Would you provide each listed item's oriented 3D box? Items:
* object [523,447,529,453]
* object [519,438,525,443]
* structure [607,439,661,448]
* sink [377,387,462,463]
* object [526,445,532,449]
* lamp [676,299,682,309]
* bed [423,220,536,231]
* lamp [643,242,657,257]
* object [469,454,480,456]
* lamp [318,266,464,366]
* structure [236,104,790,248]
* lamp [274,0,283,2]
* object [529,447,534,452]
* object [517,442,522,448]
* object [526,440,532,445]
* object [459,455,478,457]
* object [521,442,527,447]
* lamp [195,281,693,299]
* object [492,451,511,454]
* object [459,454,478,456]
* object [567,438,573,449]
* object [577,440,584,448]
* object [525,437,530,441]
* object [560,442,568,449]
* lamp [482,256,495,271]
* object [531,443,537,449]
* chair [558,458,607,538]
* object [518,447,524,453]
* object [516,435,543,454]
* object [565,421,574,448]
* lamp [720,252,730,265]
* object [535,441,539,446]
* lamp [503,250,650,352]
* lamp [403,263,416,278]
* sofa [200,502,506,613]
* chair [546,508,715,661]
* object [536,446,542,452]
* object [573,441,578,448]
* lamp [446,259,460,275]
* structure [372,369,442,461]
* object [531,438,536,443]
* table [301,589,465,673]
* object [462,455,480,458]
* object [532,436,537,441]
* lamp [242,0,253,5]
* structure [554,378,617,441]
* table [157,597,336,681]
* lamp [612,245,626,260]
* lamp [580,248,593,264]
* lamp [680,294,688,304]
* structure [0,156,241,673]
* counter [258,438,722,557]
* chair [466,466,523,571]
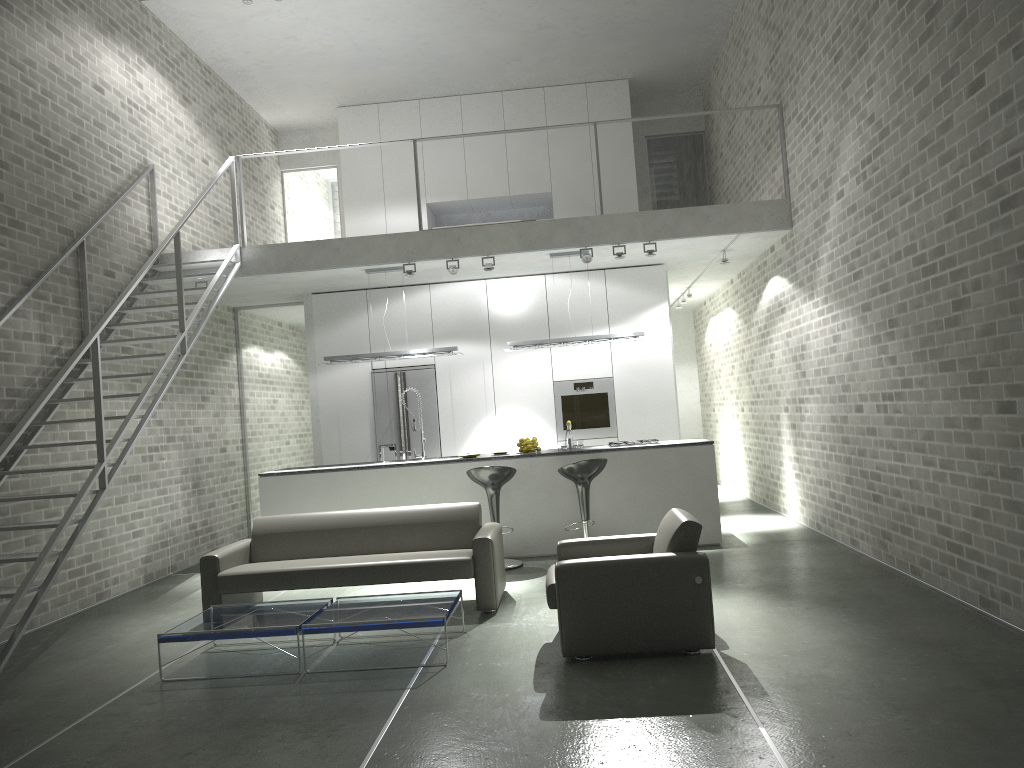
[{"bbox_3d":[0.141,0.653,8.763,0.064,0.063,0.074,-5,-2,14],"label":"object"},{"bbox_3d":[0.101,0.560,8.788,0.063,0.051,0.053,-6,-3,41],"label":"object"},{"bbox_3d":[1.209,0.588,8.849,0.500,0.038,0.500,-4,-2,4],"label":"structure"},{"bbox_3d":[-0.925,0.546,9.108,0.987,1.023,0.546,-4,-2,4],"label":"sink"},{"bbox_3d":[0.169,0.622,8.717,0.061,0.054,0.052,-3,-2,-29],"label":"object"},{"bbox_3d":[2.617,-1.256,13.931,0.109,0.135,0.109,-2,-3,-44],"label":"lamp"},{"bbox_3d":[-0.363,-1.903,11.596,1.341,0.792,1.957,-4,-2,4],"label":"bed"},{"bbox_3d":[1.384,-1.345,8.879,0.109,0.135,0.109,-3,-3,-38],"label":"lamp"},{"bbox_3d":[-0.415,0.705,8.700,0.216,0.017,0.217,-6,-3,36],"label":"object"},{"bbox_3d":[-1.298,-0.733,9.305,1.490,0.964,0.290,-4,-2,4],"label":"lamp"},{"bbox_3d":[-0.045,-2.088,9.003,5.560,0.972,0.070,-4,-2,4],"label":"structure"},{"bbox_3d":[-2.432,-4.068,9.216,0.109,0.153,0.109,-2,-3,-44],"label":"lamp"},{"bbox_3d":[0.197,0.649,8.747,0.051,0.053,0.063,-4,-2,2],"label":"object"},{"bbox_3d":[0.076,0.606,8.817,0.053,0.051,0.063,-3,-3,-38],"label":"object"},{"bbox_3d":[0.164,0.577,8.745,0.061,0.052,0.053,-5,-2,7],"label":"object"},{"bbox_3d":[-0.415,0.709,8.700,0.216,0.017,0.217,-6,-3,36],"label":"object"},{"bbox_3d":[0.122,0.603,8.776,0.062,0.053,0.052,-3,-2,-34],"label":"object"},{"bbox_3d":[-0.337,-1.143,10.929,6.854,0.136,0.110,-3,-2,-31],"label":"lamp"},{"bbox_3d":[-0.120,0.706,9.087,0.216,0.017,0.217,-5,-2,29],"label":"object"},{"bbox_3d":[-0.415,0.700,8.700,0.216,0.017,0.217,-6,-3,36],"label":"object"},{"bbox_3d":[0.595,0.606,9.027,0.060,0.106,0.060,-4,-2,-3],"label":"object"},{"bbox_3d":[0.705,0.618,9.116,0.064,0.070,0.063,-5,-2,12],"label":"object"},{"bbox_3d":[0.154,0.554,8.813,0.051,0.053,0.063,-4,-2,-5],"label":"object"},{"bbox_3d":[0.536,0.631,9.122,0.063,0.070,0.064,-6,-3,42],"label":"object"},{"bbox_3d":[-0.237,-1.213,8.993,0.115,0.151,0.115,-2,-3,-43],"label":"lamp"},{"bbox_3d":[0.218,0.613,8.766,0.061,0.055,0.051,-3,-2,-27],"label":"object"},{"bbox_3d":[0.660,1.132,7.960,0.457,0.931,0.464,-4,-2,-15],"label":"chair"},{"bbox_3d":[0.093,0.652,8.801,0.060,0.057,0.052,-4,-2,-5],"label":"object"},{"bbox_3d":[0.168,0.596,8.813,0.189,0.174,0.207,-2,-3,-41],"label":"object"},{"bbox_3d":[0.596,0.515,9.043,0.101,0.288,0.088,-6,-2,34],"label":"object"},{"bbox_3d":[2.342,-1.386,9.774,0.109,0.132,0.109,-2,-3,-44],"label":"lamp"},{"bbox_3d":[0.240,0.598,8.821,0.053,0.054,0.061,-6,-3,40],"label":"object"},{"bbox_3d":[0.628,-0.882,9.183,1.490,0.964,0.290,-4,-2,4],"label":"lamp"},{"bbox_3d":[-1.043,-1.159,9.031,0.109,0.136,0.109,-2,-3,-44],"label":"lamp"},{"bbox_3d":[-1.138,1.324,6.581,2.114,0.717,0.902,-4,-2,4],"label":"sofa"},{"bbox_3d":[0.656,1.143,5.256,0.910,0.717,0.963,-4,-2,4],"label":"chair"},{"bbox_3d":[0.264,0.646,8.803,0.053,0.052,0.062,-6,-2,33],"label":"object"},{"bbox_3d":[0.648,0.625,9.189,0.063,0.070,0.064,-6,-3,42],"label":"object"},{"bbox_3d":[-0.599,-1.185,8.995,0.115,0.151,0.115,-2,-3,-44],"label":"lamp"},{"bbox_3d":[-1.212,0.795,10.475,0.743,1.900,0.160,-4,-2,4],"label":"structure"},{"bbox_3d":[0.214,0.563,8.773,0.051,0.053,0.063,-5,-2,7],"label":"object"},{"bbox_3d":[-0.744,1.475,5.344,0.820,0.270,0.800,-4,-2,4],"label":"table"},{"bbox_3d":[-0.414,0.714,8.699,0.216,0.017,0.217,-6,-3,36],"label":"object"},{"bbox_3d":[0.226,0.551,8.840,0.050,0.060,0.059,-4,-2,-7],"label":"object"},{"bbox_3d":[-2.759,-4.043,9.237,0.109,0.153,0.109,-3,-3,-38],"label":"lamp"},{"bbox_3d":[0.856,0.298,10.328,0.692,0.680,0.036,-4,-2,4],"label":"structure"},{"bbox_3d":[-1.579,1.539,5.398,0.820,0.270,0.800,-4,-2,4],"label":"table"},{"bbox_3d":[1.078,-1.322,8.899,0.109,0.135,0.109,-3,-3,-38],"label":"lamp"},{"bbox_3d":[0.750,-1.287,8.902,0.131,0.154,0.098,-4,-2,4],"label":"lamp"},{"bbox_3d":[2.576,-1.277,13.317,0.109,0.132,0.109,-2,-3,-44],"label":"lamp"},{"bbox_3d":[-3.302,-0.270,6.949,0.902,4.246,4.345,-4,-2,4],"label":"structure"},{"bbox_3d":[-0.219,1.198,8.928,4.400,0.960,0.900,-4,-2,4],"label":"counter"},{"bbox_3d":[-0.153,1.196,8.046,0.457,0.931,0.464,-5,-2,18],"label":"chair"}]
